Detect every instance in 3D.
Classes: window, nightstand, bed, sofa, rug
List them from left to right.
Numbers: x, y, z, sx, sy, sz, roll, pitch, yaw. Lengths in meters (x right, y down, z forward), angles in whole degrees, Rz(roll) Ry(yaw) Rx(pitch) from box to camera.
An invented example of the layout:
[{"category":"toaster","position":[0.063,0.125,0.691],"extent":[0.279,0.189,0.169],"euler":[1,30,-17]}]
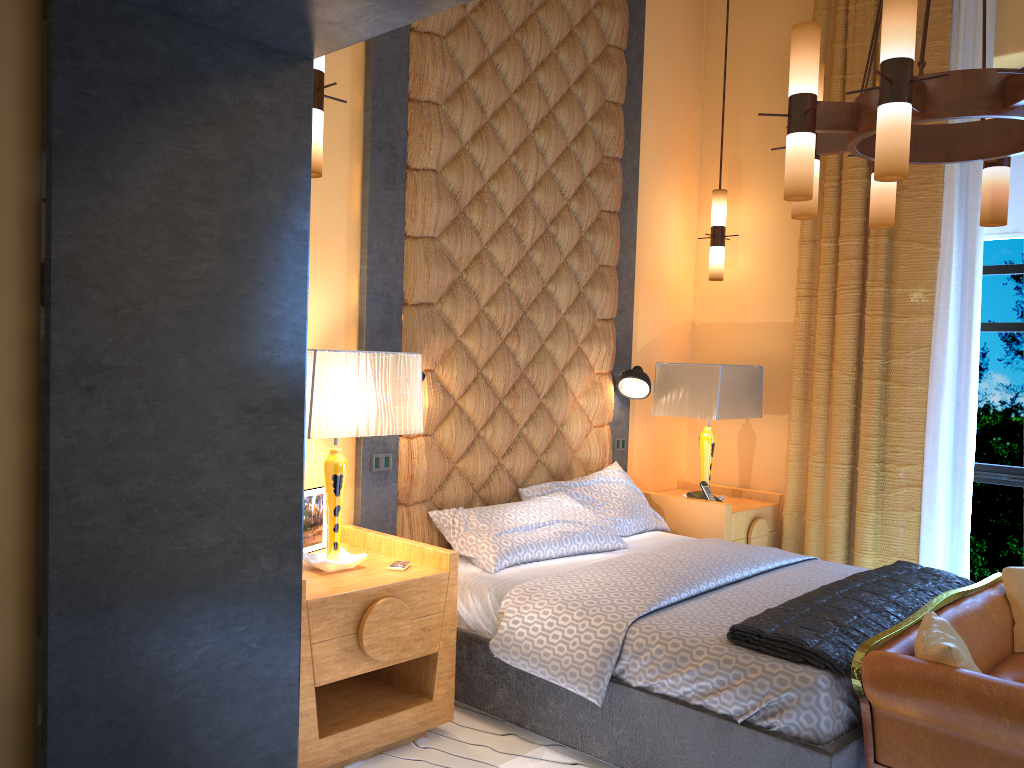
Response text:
[{"category":"nightstand","position":[-0.690,0.958,3.282],"extent":[0.720,0.700,0.708],"euler":[4,3,43]},{"category":"bed","position":[0.725,0.879,3.800],"extent":[2.105,0.825,1.888],"euler":[3,2,43]},{"category":"nightstand","position":[1.115,0.972,5.182],"extent":[0.719,0.691,0.680],"euler":[4,3,43]},{"category":"rug","position":[1.260,1.375,3.060],"extent":[3.699,0.016,3.387],"euler":[3,2,43]},{"category":"sofa","position":[1.748,1.075,2.935],"extent":[0.650,0.641,1.615],"euler":[4,3,43]},{"category":"window","position":[2.750,-0.110,4.431],"extent":[1.199,3.003,0.130],"euler":[4,4,43]}]

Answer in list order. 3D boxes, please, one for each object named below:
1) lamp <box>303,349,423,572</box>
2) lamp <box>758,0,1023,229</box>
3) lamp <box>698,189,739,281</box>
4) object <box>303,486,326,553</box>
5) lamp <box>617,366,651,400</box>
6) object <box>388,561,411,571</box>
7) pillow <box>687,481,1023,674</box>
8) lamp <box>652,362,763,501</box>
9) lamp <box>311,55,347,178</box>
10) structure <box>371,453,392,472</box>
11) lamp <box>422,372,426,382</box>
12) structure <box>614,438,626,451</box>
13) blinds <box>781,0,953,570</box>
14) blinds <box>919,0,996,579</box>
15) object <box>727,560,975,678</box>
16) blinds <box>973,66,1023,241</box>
[{"category":"lamp","position":[-0.653,0.277,3.258],"extent":[0.424,0.803,0.505],"euler":[4,3,43]},{"category":"lamp","position":[1.412,-1.648,2.744],"extent":[1.141,2.170,1.140],"euler":[1,3,-24]},{"category":"lamp","position":[1.224,-0.882,5.270],"extent":[0.199,0.532,0.199],"euler":[2,3,-2]},{"category":"object","position":[-0.797,0.541,3.407],"extent":[0.077,0.255,0.385],"euler":[2,2,4]},{"category":"lamp","position":[0.866,0.012,4.951],"extent":[0.568,0.218,0.231],"euler":[2,2,1]},{"category":"object","position":[-0.418,0.678,3.304],"extent":[0.064,0.018,0.111],"euler":[2,2,9]},{"category":"pillow","position":[1.640,0.793,3.768],"extent":[1.147,0.407,2.626],"euler":[2,2,-5]},{"category":"lamp","position":[1.109,0.288,5.049],"extent":[0.424,0.803,0.505],"euler":[4,3,43]},{"category":"lamp","position":[-0.629,-0.919,2.764],"extent":[0.199,0.532,0.199],"euler":[2,3,-2]},{"category":"structure","position":[-0.564,0.337,3.814],"extent":[0.016,0.071,0.103],"euler":[4,3,43]},{"category":"lamp","position":[-0.471,-0.012,3.730],"extent":[0.214,0.190,0.185],"euler":[1,2,-19]},{"category":"structure","position":[0.615,0.343,5.054],"extent":[0.016,0.071,0.103],"euler":[4,3,43]},{"category":"blinds","position":[2.480,-0.678,4.122],"extent":[2.449,4.150,0.134],"euler":[4,4,43]},{"category":"blinds","position":[2.508,-0.657,4.210],"extent":[2.049,4.079,0.236],"euler":[4,3,41]},{"category":"object","position":[1.310,0.809,3.235],"extent":[0.405,0.105,1.461],"euler":[3,2,43]},{"category":"blinds","position":[2.778,-1.173,4.372],"extent":[1.199,0.874,0.013],"euler":[4,3,43]}]
